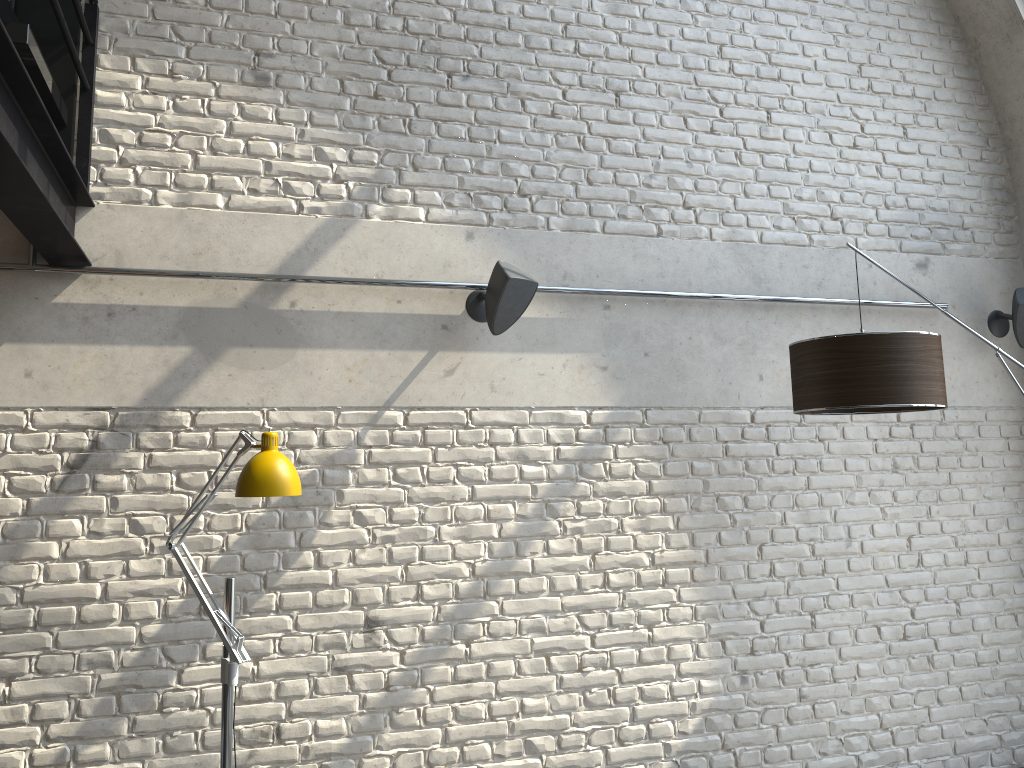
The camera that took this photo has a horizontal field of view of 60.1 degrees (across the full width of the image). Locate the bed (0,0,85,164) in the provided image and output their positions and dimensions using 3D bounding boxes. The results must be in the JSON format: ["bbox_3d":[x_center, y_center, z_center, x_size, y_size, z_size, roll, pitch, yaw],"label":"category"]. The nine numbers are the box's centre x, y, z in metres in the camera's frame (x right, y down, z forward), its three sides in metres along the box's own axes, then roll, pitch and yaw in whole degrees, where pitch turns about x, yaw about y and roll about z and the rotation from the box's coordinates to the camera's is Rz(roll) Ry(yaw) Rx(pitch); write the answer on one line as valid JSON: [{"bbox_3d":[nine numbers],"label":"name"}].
[{"bbox_3d":[-3.398,-1.272,1.474,4.477,0.849,2.674,0,-6,-18],"label":"bed"}]

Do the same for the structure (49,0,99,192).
[{"bbox_3d":[-2.483,-0.087,0.518,3.785,3.370,4.747,1,-7,-18],"label":"structure"}]

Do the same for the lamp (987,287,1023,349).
[{"bbox_3d":[2.556,-0.330,4.465,0.178,0.309,0.355,-1,-7,1],"label":"lamp"}]

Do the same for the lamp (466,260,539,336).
[{"bbox_3d":[-0.053,-0.350,3.643,0.177,0.309,0.356,4,-9,-36],"label":"lamp"}]

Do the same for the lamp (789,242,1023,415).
[{"bbox_3d":[1.945,0.619,3.684,1.842,2.350,0.552,3,-10,-31],"label":"lamp"}]

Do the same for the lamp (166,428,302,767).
[{"bbox_3d":[-0.388,0.959,2.909,1.571,1.633,0.624,-1,-8,-5],"label":"lamp"}]

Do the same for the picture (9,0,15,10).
[{"bbox_3d":[-1.918,-1.400,3.235,0.175,0.251,0.055,1,-9,-17],"label":"picture"}]
